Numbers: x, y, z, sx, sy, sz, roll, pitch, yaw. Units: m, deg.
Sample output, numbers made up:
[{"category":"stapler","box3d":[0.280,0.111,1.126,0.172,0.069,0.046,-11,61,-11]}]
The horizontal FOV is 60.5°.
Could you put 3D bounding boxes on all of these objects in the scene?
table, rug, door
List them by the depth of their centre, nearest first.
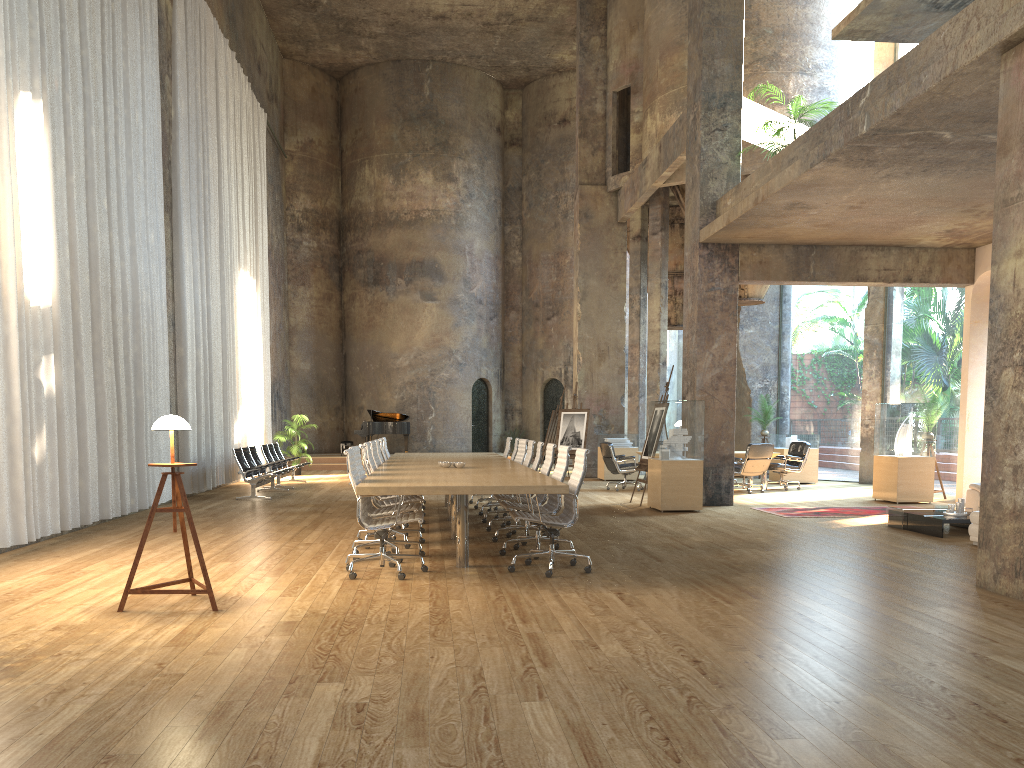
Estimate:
[{"category":"table","box3d":[4.971,1.586,10.046,0.790,0.204,1.105,0,-2,-5]},{"category":"table","box3d":[4.936,1.581,10.411,0.859,0.248,0.368,0,0,-5]},{"category":"table","box3d":[-0.723,1.322,10.452,1.601,0.763,7.675,0,-3,-5]},{"category":"rug","box3d":[4.750,1.780,12.276,2.462,0.009,1.339,0,-3,-5]},{"category":"table","box3d":[3.610,1.622,16.376,2.409,0.706,1.098,0,0,-5]},{"category":"door","box3d":[-1.021,0.967,26.908,0.091,2.317,0.898,5,6,43]},{"category":"door","box3d":[1.335,1.144,27.133,0.899,2.655,0.110,3,6,37]}]

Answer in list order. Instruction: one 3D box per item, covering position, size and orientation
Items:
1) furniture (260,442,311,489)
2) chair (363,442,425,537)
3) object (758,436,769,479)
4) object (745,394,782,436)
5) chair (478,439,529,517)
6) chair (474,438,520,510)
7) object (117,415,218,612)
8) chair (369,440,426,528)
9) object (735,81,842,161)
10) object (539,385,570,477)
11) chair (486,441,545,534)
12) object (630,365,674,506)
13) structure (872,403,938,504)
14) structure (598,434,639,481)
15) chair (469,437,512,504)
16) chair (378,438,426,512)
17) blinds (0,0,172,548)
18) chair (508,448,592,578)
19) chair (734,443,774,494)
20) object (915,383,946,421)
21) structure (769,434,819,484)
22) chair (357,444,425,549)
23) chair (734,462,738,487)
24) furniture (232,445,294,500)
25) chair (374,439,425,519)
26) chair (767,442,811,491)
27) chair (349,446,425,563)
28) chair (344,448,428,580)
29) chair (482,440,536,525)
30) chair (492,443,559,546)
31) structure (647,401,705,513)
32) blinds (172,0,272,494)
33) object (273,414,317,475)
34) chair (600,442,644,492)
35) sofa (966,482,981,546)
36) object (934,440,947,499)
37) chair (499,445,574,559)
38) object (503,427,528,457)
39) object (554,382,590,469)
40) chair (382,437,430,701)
[{"category":"furniture","box3d":[-4.477,1.603,17.509,0.708,0.847,1.862,0,-1,-5]},{"category":"chair","box3d":[-1.332,1.163,9.824,0.699,1.034,0.660,0,3,0]},{"category":"object","box3d":[5.599,1.615,19.193,0.569,0.981,0.655,2,3,31]},{"category":"object","box3d":[5.436,0.663,19.172,0.858,0.948,0.683,0,2,-3]},{"category":"chair","box3d":[-0.110,1.255,11.852,0.699,1.034,0.660,0,3,-6]},{"category":"chair","box3d":[-0.199,1.294,12.701,0.699,1.034,0.660,0,3,3]},{"category":"object","box3d":[-2.180,0.855,5.847,0.569,1.309,0.654,2,4,28]},{"category":"chair","box3d":[-1.412,1.203,10.698,0.699,1.034,0.660,0,3,3]},{"category":"object","box3d":[3.903,-3.174,12.211,1.401,1.825,1.346,0,2,0]},{"category":"object","box3d":[0.995,1.100,20.206,0.684,2.166,0.695,2,5,21]},{"category":"chair","box3d":[0.051,1.173,10.052,0.699,1.034,0.660,0,3,3]},{"category":"object","box3d":[2.213,0.789,13.347,0.684,2.166,0.694,0,4,-6]},{"category":"structure","box3d":[6.139,1.080,13.764,0.594,1.561,0.736,0,4,-5]},{"category":"structure","box3d":[2.309,1.593,19.186,0.743,1.023,0.730,0,2,-5]},{"category":"chair","box3d":[-0.315,1.332,13.555,0.699,1.034,0.660,0,3,0]},{"category":"chair","box3d":[-1.586,1.285,12.500,0.699,1.034,0.660,0,3,-2]},{"category":"blinds","box3d":[-4.797,-2.755,9.228,0.275,8.717,7.777,0,2,-4]},{"category":"chair","box3d":[0.313,1.049,7.309,0.699,1.034,0.660,0,3,0]},{"category":"chair","box3d":[4.182,1.498,15.731,0.728,0.900,0.817,-1,2,-32]},{"category":"object","box3d":[6.728,0.439,14.241,0.687,0.948,0.854,-1,2,-15]},{"category":"structure","box3d":[5.833,1.548,18.203,0.735,1.023,0.738,0,2,-5]},{"category":"chair","box3d":[-1.233,1.121,8.900,0.699,1.034,0.660,0,3,-6]},{"category":"chair","box3d":[4.049,1.563,17.170,0.729,0.900,0.816,0,2,-5]},{"category":"furniture","box3d":[-4.253,1.495,15.140,0.708,0.847,1.862,0,-1,-5]},{"category":"chair","box3d":[-1.498,1.243,11.590,0.699,1.034,0.660,0,3,0]},{"category":"chair","box3d":[5.094,1.533,16.503,0.820,0.900,0.725,0,2,-11]},{"category":"chair","box3d":[-1.153,1.082,8.050,0.699,1.034,0.660,0,3,3]},{"category":"chair","box3d":[-1.043,1.044,7.196,0.699,1.034,0.660,0,3,0]},{"category":"chair","box3d":[-0.028,1.213,10.926,0.699,1.034,0.660,0,3,0]},{"category":"chair","box3d":[0.138,1.133,9.160,0.699,1.034,0.660,0,3,0]},{"category":"structure","box3d":[2.317,1.022,12.489,0.594,1.561,0.736,0,4,-5]},{"category":"blinds","box3d":[-5.606,-2.365,17.804,0.275,8.717,7.777,0,2,-4]},{"category":"object","box3d":[-5.163,1.454,20.948,1.091,1.469,1.121,-1,2,-14]},{"category":"chair","box3d":[2.062,1.521,16.235,0.820,0.900,0.725,0,2,-9]},{"category":"sofa","box3d":[5.630,1.295,9.449,2.064,0.727,2.914,0,-2,-5]},{"category":"object","box3d":[6.667,1.394,14.313,0.656,0.981,0.568,-2,4,-41]},{"category":"chair","box3d":[0.226,1.091,8.250,0.699,1.034,0.660,0,3,-2]},{"category":"object","box3d":[0.113,1.823,27.503,0.912,0.999,0.901,0,2,6]},{"category":"object","box3d":[1.277,1.015,18.342,0.700,2.166,0.679,2,5,27]},{"category":"chair","box3d":[1.159,1.343,13.646,12.949,1.039,31.344,0,-3,-5]}]
